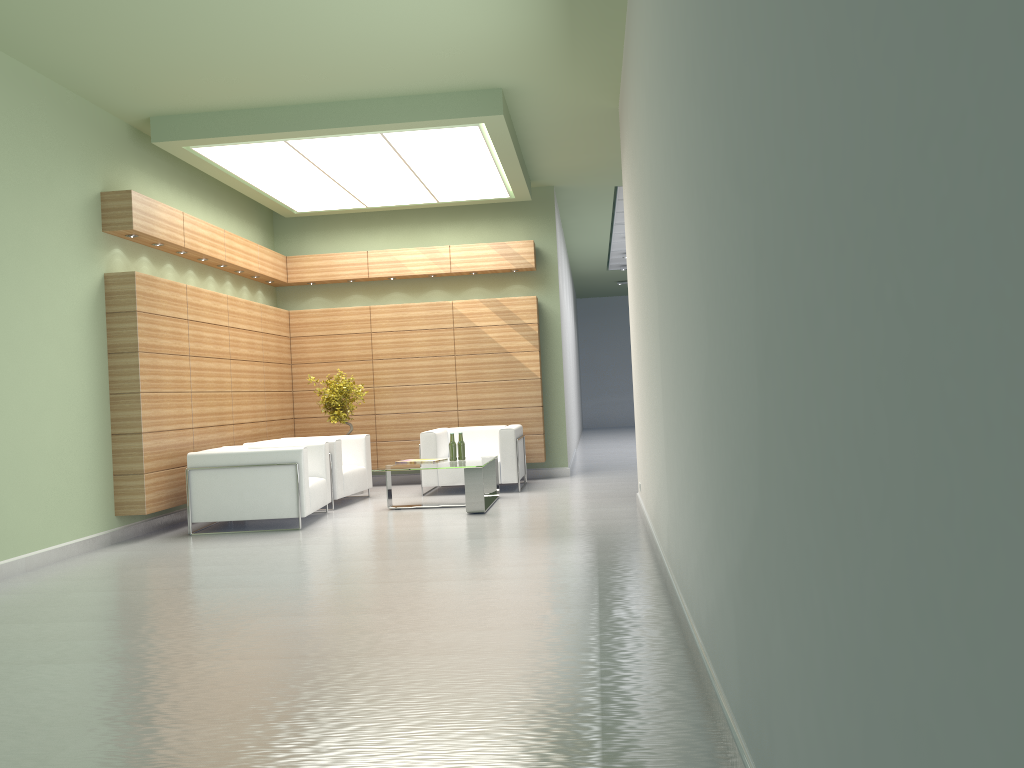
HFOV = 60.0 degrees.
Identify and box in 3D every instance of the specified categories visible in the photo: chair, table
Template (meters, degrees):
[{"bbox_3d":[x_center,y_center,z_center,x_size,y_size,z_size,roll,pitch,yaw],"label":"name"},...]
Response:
[{"bbox_3d":[-3.945,1.606,14.104,1.802,1.234,1.894,-3,-1,0],"label":"chair"},{"bbox_3d":[-1.224,1.700,15.052,1.783,0.742,2.197,-3,-1,5],"label":"table"},{"bbox_3d":[-3.711,1.620,16.417,1.769,1.234,1.894,-3,-1,10],"label":"chair"},{"bbox_3d":[-0.738,1.484,17.587,1.894,1.234,1.802,-3,-1,5],"label":"chair"}]

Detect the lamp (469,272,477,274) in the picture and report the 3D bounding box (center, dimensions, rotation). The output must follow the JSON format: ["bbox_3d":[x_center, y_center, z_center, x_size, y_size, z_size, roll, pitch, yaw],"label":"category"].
[{"bbox_3d":[-0.832,-2.419,19.169,0.181,0.074,0.181,-2,-1,-34],"label":"lamp"}]

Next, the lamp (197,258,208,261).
[{"bbox_3d":[-5.465,-2.226,15.676,0.181,0.074,0.181,-3,-1,-23],"label":"lamp"}]

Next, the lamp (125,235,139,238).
[{"bbox_3d":[-5.690,-2.241,13.275,0.181,0.074,0.181,-3,-1,-23],"label":"lamp"}]

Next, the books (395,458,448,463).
[{"bbox_3d":[-1.576,1.336,15.441,0.762,0.025,0.508,-3,-1,25],"label":"books"}]

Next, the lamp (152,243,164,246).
[{"bbox_3d":[-5.615,-2.236,14.068,0.181,0.074,0.181,-3,-1,-12],"label":"lamp"}]

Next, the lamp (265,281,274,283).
[{"bbox_3d":[-5.163,-2.205,18.903,0.181,0.074,0.181,-3,-1,-12],"label":"lamp"}]

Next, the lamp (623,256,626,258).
[{"bbox_3d":[4.043,-4.329,29.769,0.657,0.159,0.286,-3,-1,5],"label":"lamp"}]

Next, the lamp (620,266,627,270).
[{"bbox_3d":[4.327,-4.310,32.803,0.657,0.159,0.286,-3,-1,5],"label":"lamp"}]

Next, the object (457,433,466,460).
[{"bbox_3d":[-0.875,1.074,15.276,0.131,0.475,0.131,-3,-1,-30],"label":"object"}]

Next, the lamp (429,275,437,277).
[{"bbox_3d":[-1.731,-2.373,19.253,0.181,0.074,0.181,-3,-1,0],"label":"lamp"}]

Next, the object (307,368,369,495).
[{"bbox_3d":[-3.551,0.955,18.047,1.201,2.565,1.116,-3,-1,-27],"label":"object"}]

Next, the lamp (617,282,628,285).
[{"bbox_3d":[4.743,-4.282,37.248,0.657,0.159,0.286,-3,-1,5],"label":"lamp"}]

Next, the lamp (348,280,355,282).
[{"bbox_3d":[-3.521,-2.282,19.420,0.181,0.074,0.181,-3,-1,0],"label":"lamp"}]

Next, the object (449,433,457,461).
[{"bbox_3d":[-1.014,1.080,15.167,0.131,0.475,0.131,-3,-1,-30],"label":"object"}]

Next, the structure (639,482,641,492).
[{"bbox_3d":[1.923,1.542,13.317,0.017,0.118,0.262,-3,-1,5],"label":"structure"}]

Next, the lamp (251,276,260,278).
[{"bbox_3d":[-5.238,-2.210,18.099,0.181,0.074,0.181,-3,-1,-23],"label":"lamp"}]

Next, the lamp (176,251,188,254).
[{"bbox_3d":[-5.540,-2.231,14.877,0.181,0.074,0.181,-3,-1,-12],"label":"lamp"}]

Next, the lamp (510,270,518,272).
[{"bbox_3d":[0.048,-2.464,19.087,0.181,0.074,0.181,-3,-1,0],"label":"lamp"}]

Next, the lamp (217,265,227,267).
[{"bbox_3d":[-5.389,-2.221,16.487,0.181,0.074,0.181,-3,-1,-12],"label":"lamp"}]

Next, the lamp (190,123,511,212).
[{"bbox_3d":[-2.544,-3.955,16.197,4.571,0.325,5.060,-3,-1,5],"label":"lamp"}]

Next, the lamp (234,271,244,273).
[{"bbox_3d":[-5.314,-2.216,17.282,0.181,0.074,0.181,-3,-1,-12],"label":"lamp"}]
